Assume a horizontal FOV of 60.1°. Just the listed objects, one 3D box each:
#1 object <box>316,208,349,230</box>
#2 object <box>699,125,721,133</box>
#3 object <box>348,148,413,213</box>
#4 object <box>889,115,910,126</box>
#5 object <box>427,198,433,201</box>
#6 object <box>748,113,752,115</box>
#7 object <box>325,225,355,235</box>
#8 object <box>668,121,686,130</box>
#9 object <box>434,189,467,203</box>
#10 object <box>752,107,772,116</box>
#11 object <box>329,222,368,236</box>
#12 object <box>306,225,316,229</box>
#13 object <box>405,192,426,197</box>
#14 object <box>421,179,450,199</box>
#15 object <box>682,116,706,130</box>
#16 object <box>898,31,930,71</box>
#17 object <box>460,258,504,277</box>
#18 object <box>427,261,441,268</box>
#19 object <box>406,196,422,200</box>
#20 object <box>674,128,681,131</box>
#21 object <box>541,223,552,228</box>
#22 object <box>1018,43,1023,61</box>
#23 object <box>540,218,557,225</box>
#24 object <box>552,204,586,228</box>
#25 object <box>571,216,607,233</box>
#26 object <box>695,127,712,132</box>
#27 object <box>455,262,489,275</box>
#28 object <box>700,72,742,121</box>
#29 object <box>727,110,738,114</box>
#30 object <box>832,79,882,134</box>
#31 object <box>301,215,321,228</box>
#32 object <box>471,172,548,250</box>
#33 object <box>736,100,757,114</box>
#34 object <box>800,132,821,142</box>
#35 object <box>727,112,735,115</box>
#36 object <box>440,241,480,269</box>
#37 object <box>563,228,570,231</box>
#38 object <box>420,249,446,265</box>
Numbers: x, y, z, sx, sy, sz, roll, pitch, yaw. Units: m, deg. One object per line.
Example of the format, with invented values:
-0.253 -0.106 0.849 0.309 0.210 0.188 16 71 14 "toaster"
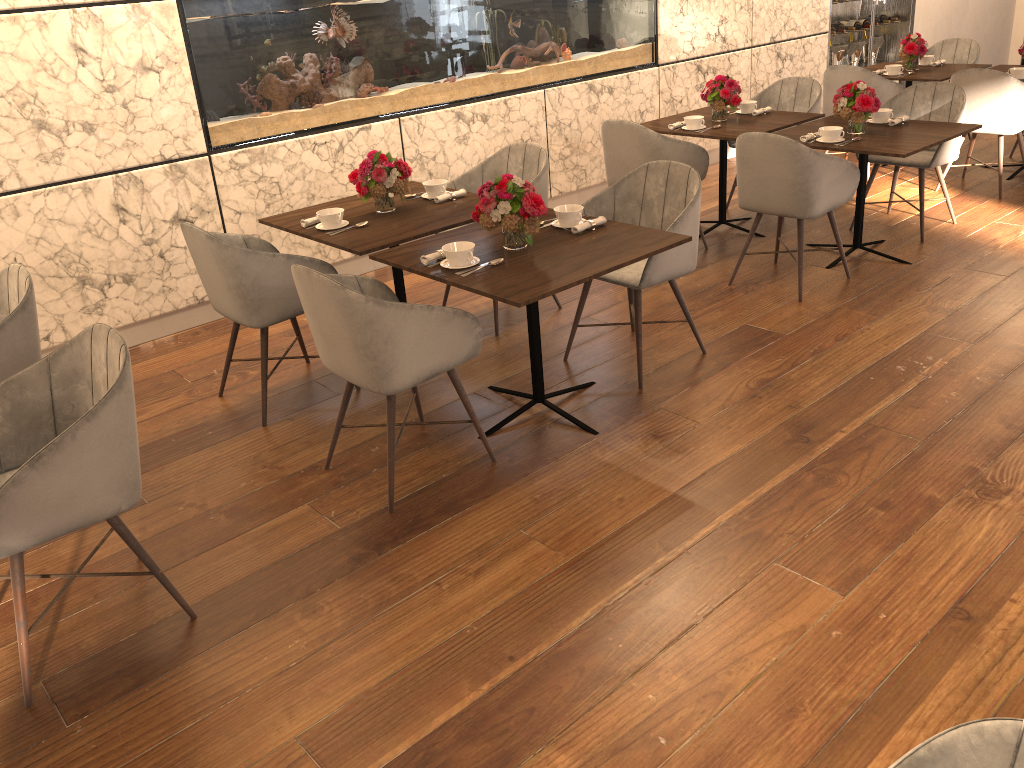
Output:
-0.802 -0.731 3.932 0.148 0.071 0.151 8 27 25 "object"
1.212 -1.555 5.395 0.043 0.014 0.199 19 34 41 "object"
-0.609 -0.949 4.095 0.308 0.295 0.237 -22 29 -34 "object"
2.235 -1.520 5.109 0.177 0.038 0.056 -24 31 -36 "object"
-0.324 -0.901 4.264 0.194 0.024 0.025 -24 31 -36 "object"
1.598 -1.776 5.785 0.194 0.024 0.025 -24 31 -36 "object"
-0.728 -0.687 3.905 0.213 0.004 0.022 -24 31 -36 "object"
1.046 -1.622 5.540 0.177 0.038 0.056 -24 31 -36 "object"
-0.294 -0.901 4.243 0.177 0.038 0.056 -24 31 -36 "object"
1.628 -1.776 5.763 0.177 0.038 0.056 -24 31 -36 "object"
-0.715 -0.683 3.879 0.199 0.014 0.043 -22 30 -32 "object"
-0.845 -0.735 4.003 0.194 0.024 0.025 -24 31 -36 "object"
-0.458 -0.947 4.397 0.043 0.014 0.199 19 34 41 "object"
-0.371 -0.948 4.317 0.148 0.071 0.151 8 27 25 "object"
1.120 -1.606 5.453 0.148 0.071 0.151 -4 25 3 "object"
3.205 -2.659 7.055 0.235 0.295 0.311 6 26 23 "object"
-0.103 -0.424 3.219 0.043 0.014 0.199 19 34 41 "object"
-0.238 -0.479 3.349 0.194 0.024 0.025 -24 31 -36 "object"
-0.439 -0.930 4.370 0.213 0.004 0.022 -24 31 -36 "object"
1.077 -1.610 5.524 0.194 0.024 0.025 -24 31 -36 "object"
0.168 -0.674 3.716 0.213 0.004 0.022 -24 31 -36 "object"
3.801 -2.411 6.423 0.234 0.295 0.312 -2 24 7 "object"
0.149 -0.691 3.743 0.043 0.014 0.199 19 34 41 "object"
0.236 -0.692 3.663 0.148 0.071 0.151 8 27 25 "object"
0.313 -0.645 3.588 0.177 0.038 0.056 -24 31 -36 "object"
1.194 -1.562 5.426 0.213 0.004 0.022 -24 31 -36 "object"
-0.121 -0.431 3.251 0.213 0.004 0.022 -24 31 -36 "object"
1.317 -1.824 5.614 0.235 0.295 0.310 -12 25 -16 "object"
1.464 -1.822 5.918 0.043 0.014 0.199 19 34 41 "object"
1.923 -1.549 4.922 0.234 0.295 0.311 -8 24 -6 "object"
-0.876 -0.748 4.019 0.177 0.038 0.056 -24 31 -36 "object"
-0.001 -0.673 3.399 0.306 0.295 0.238 7 27 26 "object"
1.551 -1.823 5.838 0.148 0.071 0.151 -4 25 3 "object"
1.653 -1.366 4.886 0.177 0.038 0.056 -24 31 -36 "object"
1.482 -1.805 5.891 0.213 0.004 0.022 -24 31 -36 "object"
-0.195 -0.475 3.277 0.148 0.071 0.151 8 27 25 "object"
0.283 -0.645 3.610 0.194 0.024 0.025 -24 31 -36 "object"
-0.269 -0.491 3.365 0.177 0.038 0.056 -24 31 -36 "object"
